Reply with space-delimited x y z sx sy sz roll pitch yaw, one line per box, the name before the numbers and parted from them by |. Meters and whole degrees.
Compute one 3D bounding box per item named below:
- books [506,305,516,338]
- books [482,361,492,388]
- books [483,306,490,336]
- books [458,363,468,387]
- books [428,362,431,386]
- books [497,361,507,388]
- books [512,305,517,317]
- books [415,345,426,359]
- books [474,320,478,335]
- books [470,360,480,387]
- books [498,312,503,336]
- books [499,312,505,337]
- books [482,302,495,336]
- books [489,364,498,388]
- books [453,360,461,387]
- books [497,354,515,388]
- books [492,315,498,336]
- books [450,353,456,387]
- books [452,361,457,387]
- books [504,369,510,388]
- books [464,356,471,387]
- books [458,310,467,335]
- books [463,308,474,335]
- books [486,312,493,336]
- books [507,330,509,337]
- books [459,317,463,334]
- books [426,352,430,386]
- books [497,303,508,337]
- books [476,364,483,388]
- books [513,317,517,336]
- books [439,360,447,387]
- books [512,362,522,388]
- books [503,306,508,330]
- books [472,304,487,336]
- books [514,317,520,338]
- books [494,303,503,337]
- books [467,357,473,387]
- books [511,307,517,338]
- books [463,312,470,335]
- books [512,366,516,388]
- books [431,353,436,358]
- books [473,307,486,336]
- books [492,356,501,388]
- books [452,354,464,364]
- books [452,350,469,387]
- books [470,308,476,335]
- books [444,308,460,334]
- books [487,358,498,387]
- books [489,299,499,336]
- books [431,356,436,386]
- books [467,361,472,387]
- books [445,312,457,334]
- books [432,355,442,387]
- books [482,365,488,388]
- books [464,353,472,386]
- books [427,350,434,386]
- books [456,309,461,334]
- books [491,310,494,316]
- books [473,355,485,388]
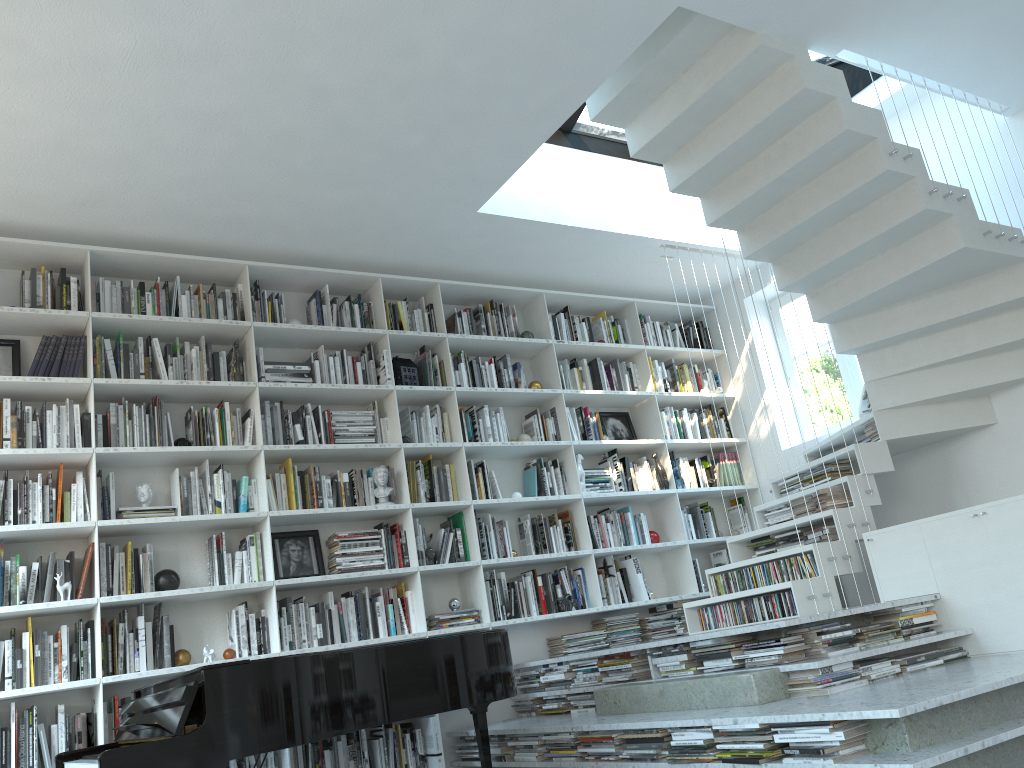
books | -0.043 -0.385 6.258 0.013 0.296 0.189 1 -20 -32
books | -0.190 -0.016 6.015 0.023 0.236 0.149 1 -20 -32
books | -0.207 -0.378 6.170 0.007 0.284 0.160 1 -20 -32
books | -0.357 -0.011 5.888 0.026 0.207 0.181 1 -20 -32
books | -0.573 -0.015 5.777 0.024 0.216 0.169 1 -20 -32
books | -0.102 -0.015 6.065 0.030 0.237 0.186 1 -20 -32
books | -0.002 -0.389 6.285 0.006 0.305 0.164 1 -20 -32
books | -0.587 -0.073 5.791 0.025 0.338 0.143 1 -20 -32
books | -0.284 -0.332 6.115 0.031 0.190 0.133 1 -20 -32
books | -0.276 -0.022 5.955 0.027 0.240 0.160 1 -20 -32
books | -0.120 -0.374 6.214 0.008 0.274 0.163 1 -20 -32
books | -0.104 -0.363 6.219 0.024 0.251 0.150 1 -20 -32
books | -0.182 -0.395 6.176 0.006 0.311 0.179 1 -20 -32
books | -0.162 -0.007 6.010 0.021 0.208 0.181 1 -20 -32
books | -0.391 -0.022 5.893 0.026 0.242 0.148 1 -20 -32
books | -0.053 -0.039 6.096 0.029 0.284 0.184 1 -20 -32
books | -0.155 -0.348 6.154 0.018 0.200 0.189 1 -20 -32
books | -0.426 -0.046 5.870 0.012 0.284 0.160 1 -20 -32
books | -0.410 -0.019 5.887 0.012 0.239 0.139 1 -20 -32
books | -0.075 0.013 6.076 0.027 0.181 0.176 1 -20 -32
books | -0.331 -0.036 5.928 0.010 0.268 0.166 1 -20 -32
books | -0.365 -0.364 6.035 0.013 0.228 0.174 1 -20 -32
books | -0.323 -0.370 6.081 0.030 0.254 0.161 1 -20 -32
books | -0.183 -0.359 6.154 0.018 0.230 0.160 1 -20 -32
books | -0.074 -0.383 6.250 0.019 0.298 0.137 1 -20 -32
books | -0.377 -0.338 6.032 0.009 0.183 0.160 1 -20 -32
books | -0.581 -0.046 5.765 0.022 0.271 0.182 1 -20 -32
books | -0.091 -0.391 6.229 0.008 0.306 0.183 1 -20 -32
books | -0.250 -0.005 5.993 0.028 0.223 0.142 1 -20 -32
books | -0.020 -0.343 6.264 0.018 0.214 0.158 1 -20 -32
books | -0.487 -0.021 5.801 0.008 0.213 0.224 1 -20 -32
books | 0.010 -0.013 6.129 0.054 0.234 0.172 1 -20 -32
books | -0.073 -0.388 6.275 0.008 0.320 0.134 1 -20 -32
books | -0.237 -0.385 6.145 0.024 0.291 0.168 1 -20 -32
books | -0.002 -0.343 6.264 0.014 0.208 0.188 1 -20 -32
books | -0.135 -0.394 6.183 0.015 0.298 0.184 1 -20 -32
books | -0.307 -0.031 5.969 0.012 0.275 0.133 1 -20 -32
books | -0.029 -0.378 6.255 0.008 0.277 0.181 1 -20 -32
books | -0.346 -0.357 6.061 0.028 0.225 0.164 1 -20 -32
books | -0.030 0.000 6.113 0.030 0.212 0.157 1 -20 -32
books | -0.516 -0.046 5.836 0.005 0.291 0.131 1 -20 -32
books | -0.244 -0.377 6.108 0.028 0.257 0.185 1 -20 -32
books | -0.133 -0.032 6.075 0.012 0.284 0.160 1 -20 -32
books | -0.356 -0.041 5.922 0.011 0.282 0.173 1 -20 -32
books | -0.344 -0.054 5.927 0.014 0.306 0.153 1 -20 -32
books | -0.303 -0.370 6.096 0.021 0.255 0.169 1 -20 -32
books | -0.405 -0.370 6.017 0.009 0.243 0.173 1 -20 -32
books | -0.151 -0.027 6.045 0.012 0.264 0.157 1 -20 -32
books | -0.155 -0.403 6.194 0.007 0.328 0.184 1 -20 -32
books | -0.542 -0.037 5.790 0.005 0.254 0.159 1 -20 -32
books | -0.323 -0.017 5.936 0.012 0.235 0.166 1 -20 -32
books | -0.421 -0.355 5.992 0.046 0.206 0.184 1 -20 -32
books | -0.516 -0.038 5.789 0.013 0.247 0.187 1 -20 -32
books | -0.214 -0.003 6.008 0.025 0.215 0.144 1 -20 -32
books | -0.319 -0.043 5.957 0.021 0.295 0.139 1 -20 -32
books | -0.559 -0.056 5.775 0.021 0.287 0.179 1 -20 -32
books | -0.401 -0.367 6.030 0.011 0.243 0.173 1 -20 -32
books | -0.155 -0.366 6.180 0.008 0.250 0.170 1 -20 -32
books | -0.236 -0.034 6.009 0.013 0.283 0.155 1 -20 -32
